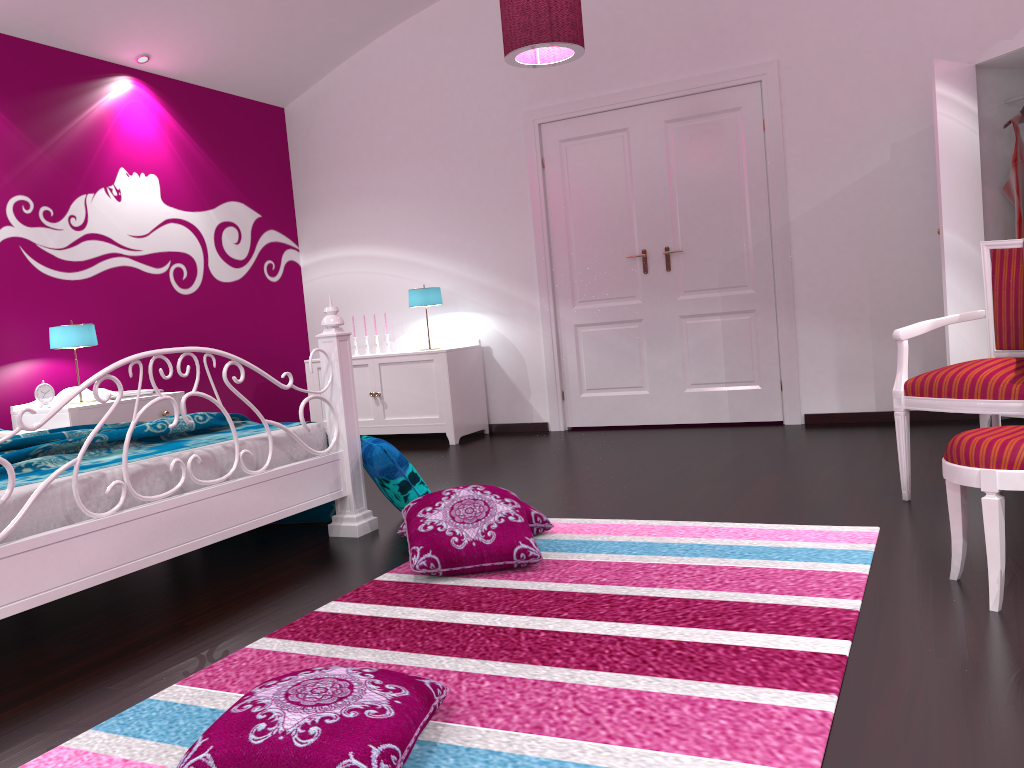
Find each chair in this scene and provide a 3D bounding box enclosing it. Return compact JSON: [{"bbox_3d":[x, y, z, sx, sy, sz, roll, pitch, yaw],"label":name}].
[{"bbox_3d":[1.675,-0.051,3.034,0.511,0.901,0.528,-7,5,-29],"label":"chair"},{"bbox_3d":[1.234,0.310,2.142,0.337,0.390,0.337,-3,4,23],"label":"chair"}]

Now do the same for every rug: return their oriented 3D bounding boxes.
[{"bbox_3d":[0.094,0.599,2.201,1.400,0.018,2.100,-3,5,26],"label":"rug"}]

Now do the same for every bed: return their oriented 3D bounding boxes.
[{"bbox_3d":[-2.012,0.150,3.117,2.317,1.143,2.167,-3,5,26],"label":"bed"}]

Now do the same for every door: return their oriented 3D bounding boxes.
[{"bbox_3d":[0.905,-0.737,5.555,1.405,2.001,0.098,-3,5,26],"label":"door"}]

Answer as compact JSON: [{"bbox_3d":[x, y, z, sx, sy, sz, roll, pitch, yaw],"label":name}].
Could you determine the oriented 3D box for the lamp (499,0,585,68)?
[{"bbox_3d":[-0.330,-1.991,3.215,0.377,1.129,2.377,-3,5,26],"label":"lamp"}]

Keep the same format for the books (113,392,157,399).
[{"bbox_3d":[-2.091,0.058,4.901,0.220,0.007,0.300,-7,5,-28],"label":"books"}]

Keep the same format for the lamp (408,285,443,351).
[{"bbox_3d":[-0.570,-0.447,5.946,0.229,0.438,0.229,-6,4,-19],"label":"lamp"}]

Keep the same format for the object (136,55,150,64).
[{"bbox_3d":[-2.239,-1.976,5.368,0.085,0.058,0.080,-3,5,26],"label":"object"}]

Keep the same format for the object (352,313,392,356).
[{"bbox_3d":[-0.987,-0.350,6.194,0.285,0.284,0.043,-4,4,15],"label":"object"}]

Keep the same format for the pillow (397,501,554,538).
[{"bbox_3d":[-0.139,0.478,3.135,0.400,0.142,0.429,-8,5,-39],"label":"pillow"}]

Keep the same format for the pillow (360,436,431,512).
[{"bbox_3d":[-0.455,0.380,3.508,0.264,0.357,0.402,-7,4,-23],"label":"pillow"}]

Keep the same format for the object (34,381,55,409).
[{"bbox_3d":[-2.383,0.052,4.522,0.033,0.140,0.106,-3,5,29],"label":"object"}]

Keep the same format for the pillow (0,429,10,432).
[{"bbox_3d":[-2.545,0.215,3.847,0.401,0.141,0.717,-3,5,28],"label":"pillow"}]

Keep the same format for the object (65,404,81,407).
[{"bbox_3d":[-2.213,0.109,4.474,0.073,0.003,0.073,-6,4,-11],"label":"object"}]

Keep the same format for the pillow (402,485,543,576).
[{"bbox_3d":[-0.141,0.456,2.830,0.425,0.224,0.391,-5,4,-6],"label":"pillow"}]

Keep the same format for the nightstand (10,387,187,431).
[{"bbox_3d":[-2.157,0.311,4.741,0.455,0.616,0.742,-3,5,26],"label":"nightstand"}]

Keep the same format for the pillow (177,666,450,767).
[{"bbox_3d":[-0.353,0.617,1.636,0.401,0.107,0.419,-4,4,12],"label":"pillow"}]

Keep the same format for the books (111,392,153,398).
[{"bbox_3d":[-2.101,0.054,4.876,0.220,0.007,0.300,-7,5,-25],"label":"books"}]

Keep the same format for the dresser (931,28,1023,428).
[{"bbox_3d":[2.518,-0.700,4.069,0.875,1.893,0.842,-6,4,-19],"label":"dresser"}]

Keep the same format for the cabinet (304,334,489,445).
[{"bbox_3d":[-0.812,0.031,6.137,1.142,0.734,0.506,-3,5,26],"label":"cabinet"}]

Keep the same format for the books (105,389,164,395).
[{"bbox_3d":[-2.087,0.047,4.895,0.221,0.012,0.300,-9,5,-40],"label":"books"}]

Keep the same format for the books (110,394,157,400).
[{"bbox_3d":[-2.091,0.066,4.889,0.220,0.007,0.300,-8,5,-34],"label":"books"}]

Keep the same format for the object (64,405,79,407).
[{"bbox_3d":[-2.200,0.110,4.421,0.073,0.006,0.073,-6,4,-11],"label":"object"}]

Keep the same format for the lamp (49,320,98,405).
[{"bbox_3d":[-2.292,-0.117,4.664,0.229,0.438,0.229,-6,4,-19],"label":"lamp"}]

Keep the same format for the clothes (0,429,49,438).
[{"bbox_3d":[-2.083,0.379,3.639,0.553,0.376,1.036,-4,4,21],"label":"clothes"}]

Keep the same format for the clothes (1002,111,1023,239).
[{"bbox_3d":[2.552,-0.730,4.396,0.315,1.237,0.173,-6,4,-16],"label":"clothes"}]
